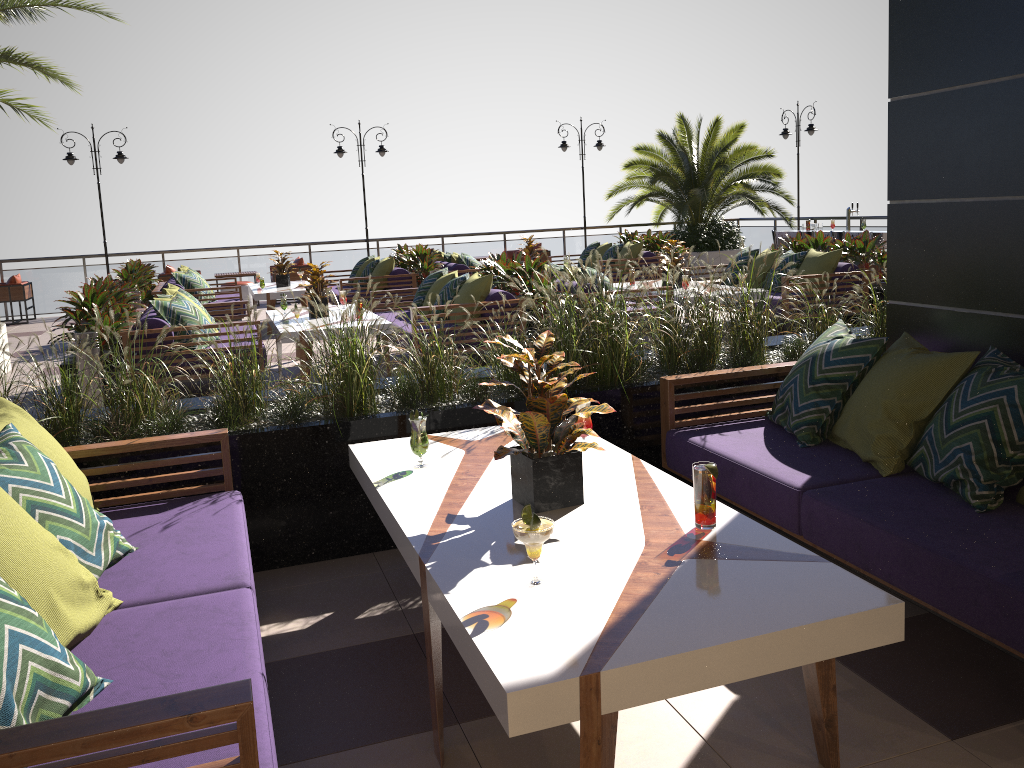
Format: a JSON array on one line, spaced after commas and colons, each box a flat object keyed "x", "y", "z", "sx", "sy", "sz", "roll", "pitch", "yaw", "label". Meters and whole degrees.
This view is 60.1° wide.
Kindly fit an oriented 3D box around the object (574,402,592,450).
[{"x": 0.271, "y": 0.155, "z": 3.372, "sx": 0.069, "sy": 0.179, "sz": 0.069, "roll": -9, "pitch": 10, "yaw": -35, "label": "object"}]

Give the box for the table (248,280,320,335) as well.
[{"x": -3.234, "y": -1.125, "z": 12.698, "sx": 0.943, "sy": 0.549, "sz": 2.053, "roll": -6, "pitch": 11, "yaw": -18, "label": "table"}]

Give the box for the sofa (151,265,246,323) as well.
[{"x": -4.329, "y": -1.180, "z": 12.308, "sx": 1.121, "sy": 0.911, "sz": 2.142, "roll": -6, "pitch": 11, "yaw": -18, "label": "sofa"}]

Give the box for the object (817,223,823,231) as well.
[{"x": 5.185, "y": -2.605, "z": 14.921, "sx": 0.106, "sy": 0.207, "sz": 0.106, "roll": -11, "pitch": 11, "yaw": -43, "label": "object"}]

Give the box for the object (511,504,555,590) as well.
[{"x": 0.054, "y": 0.394, "z": 2.159, "sx": 0.106, "sy": 0.195, "sz": 0.106, "roll": -1, "pitch": 9, "yaw": 9, "label": "object"}]

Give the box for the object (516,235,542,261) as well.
[{"x": 0.276, "y": -2.066, "z": 13.847, "sx": 0.425, "sy": 0.522, "sz": 0.434, "roll": -1, "pitch": 9, "yaw": 9, "label": "object"}]

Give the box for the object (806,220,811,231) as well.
[{"x": 4.844, "y": -2.594, "z": 14.479, "sx": 0.067, "sy": 0.188, "sz": 0.085, "roll": -2, "pitch": 8, "yaw": 7, "label": "object"}]

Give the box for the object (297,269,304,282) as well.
[{"x": -3.186, "y": -1.634, "z": 13.350, "sx": 0.106, "sy": 0.195, "sz": 0.106, "roll": -1, "pitch": 9, "yaw": 14, "label": "object"}]

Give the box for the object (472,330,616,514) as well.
[{"x": 0.086, "y": 0.111, "z": 2.753, "sx": 0.425, "sy": 0.522, "sz": 0.434, "roll": -4, "pitch": 9, "yaw": -6, "label": "object"}]

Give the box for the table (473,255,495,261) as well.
[{"x": -0.584, "y": -2.213, "z": 17.502, "sx": 0.741, "sy": 0.584, "sz": 0.761, "roll": -6, "pitch": 10, "yaw": -18, "label": "table"}]

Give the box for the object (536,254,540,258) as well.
[{"x": 0.438, "y": -2.040, "z": 14.520, "sx": 0.106, "sy": 0.195, "sz": 0.106, "roll": -1, "pitch": 9, "yaw": 14, "label": "object"}]

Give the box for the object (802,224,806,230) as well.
[{"x": 5.002, "y": -2.633, "z": 15.113, "sx": 0.106, "sy": 0.207, "sz": 0.106, "roll": -11, "pitch": 11, "yaw": -43, "label": "object"}]

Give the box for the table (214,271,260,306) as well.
[{"x": -4.979, "y": -1.713, "z": 16.042, "sx": 0.741, "sy": 0.584, "sz": 0.761, "roll": -6, "pitch": 10, "yaw": -18, "label": "table"}]

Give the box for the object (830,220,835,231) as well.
[{"x": 5.043, "y": -2.489, "z": 13.914, "sx": 0.069, "sy": 0.179, "sz": 0.069, "roll": 5, "pitch": 11, "yaw": 43, "label": "object"}]

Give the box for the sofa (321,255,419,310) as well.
[{"x": -2.142, "y": -1.427, "z": 13.029, "sx": 1.121, "sy": 0.911, "sz": 2.142, "roll": -6, "pitch": 11, "yaw": -18, "label": "sofa"}]

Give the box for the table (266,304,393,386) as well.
[{"x": -1.794, "y": -0.375, "z": 8.497, "sx": 0.943, "sy": 0.549, "sz": 2.053, "roll": -6, "pitch": 11, "yaw": -18, "label": "table"}]

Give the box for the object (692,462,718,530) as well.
[{"x": 0.541, "y": 0.312, "z": 2.476, "sx": 0.067, "sy": 0.188, "sz": 0.085, "roll": -2, "pitch": 8, "yaw": 7, "label": "object"}]

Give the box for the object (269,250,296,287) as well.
[{"x": -3.285, "y": -1.649, "z": 12.604, "sx": 0.430, "sy": 0.522, "sz": 0.429, "roll": -1, "pitch": 9, "yaw": 14, "label": "object"}]

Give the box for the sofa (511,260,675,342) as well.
[{"x": 0.718, "y": -0.842, "z": 9.318, "sx": 1.121, "sy": 0.911, "sz": 2.142, "roll": -6, "pitch": 11, "yaw": -18, "label": "sofa"}]

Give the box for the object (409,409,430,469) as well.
[{"x": -0.338, "y": 0.198, "z": 3.224, "sx": 0.069, "sy": 0.209, "sz": 0.069, "roll": -8, "pitch": 10, "yaw": -35, "label": "object"}]

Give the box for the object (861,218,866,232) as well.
[{"x": 5.269, "y": -2.386, "z": 13.251, "sx": 0.069, "sy": 0.209, "sz": 0.069, "roll": -8, "pitch": 10, "yaw": -35, "label": "object"}]

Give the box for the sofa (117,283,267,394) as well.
[{"x": -2.888, "y": -0.428, "z": 8.104, "sx": 1.121, "sy": 0.911, "sz": 2.142, "roll": -6, "pitch": 11, "yaw": -18, "label": "sofa"}]

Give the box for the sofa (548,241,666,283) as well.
[{"x": 1.464, "y": -1.841, "z": 14.244, "sx": 1.121, "sy": 0.911, "sz": 2.142, "roll": -6, "pitch": 11, "yaw": -18, "label": "sofa"}]

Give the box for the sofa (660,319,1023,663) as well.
[{"x": 1.528, "y": 0.301, "z": 3.267, "sx": 1.121, "sy": 0.911, "sz": 2.142, "roll": -6, "pitch": 11, "yaw": -18, "label": "sofa"}]

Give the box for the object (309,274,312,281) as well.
[{"x": -2.765, "y": -1.428, "z": 12.208, "sx": 0.067, "sy": 0.188, "sz": 0.085, "roll": -1, "pitch": 8, "yaw": 11, "label": "object"}]

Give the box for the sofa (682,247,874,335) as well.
[{"x": 2.905, "y": -1.090, "z": 10.040, "sx": 1.121, "sy": 0.911, "sz": 2.142, "roll": -6, "pitch": 11, "yaw": -18, "label": "sofa"}]

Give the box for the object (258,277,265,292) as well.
[{"x": -3.365, "y": -1.344, "z": 11.912, "sx": 0.082, "sy": 0.196, "sz": 0.069, "roll": 1, "pitch": 9, "yaw": 23, "label": "object"}]

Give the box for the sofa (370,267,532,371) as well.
[{"x": -0.698, "y": -0.675, "z": 8.818, "sx": 1.121, "sy": 0.911, "sz": 2.142, "roll": -6, "pitch": 11, "yaw": -18, "label": "sofa"}]

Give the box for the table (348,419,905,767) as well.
[{"x": 0.120, "y": 0.640, "z": 2.827, "sx": 0.943, "sy": 0.549, "sz": 2.053, "roll": -6, "pitch": 11, "yaw": -18, "label": "table"}]

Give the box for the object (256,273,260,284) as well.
[{"x": -3.762, "y": -1.555, "z": 13.133, "sx": 0.069, "sy": 0.179, "sz": 0.069, "roll": -1, "pitch": 8, "yaw": 14, "label": "object"}]

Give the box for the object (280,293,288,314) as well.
[{"x": -2.277, "y": -0.804, "z": 8.838, "sx": 0.069, "sy": 0.209, "sz": 0.069, "roll": -7, "pitch": 9, "yaw": -30, "label": "object"}]

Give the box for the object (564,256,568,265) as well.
[{"x": 0.821, "y": -1.862, "z": 13.477, "sx": 0.069, "sy": 0.209, "sz": 0.069, "roll": -7, "pitch": 9, "yaw": -30, "label": "object"}]

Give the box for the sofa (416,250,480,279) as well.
[{"x": -0.726, "y": -1.594, "z": 13.530, "sx": 1.121, "sy": 0.911, "sz": 2.142, "roll": -6, "pitch": 11, "yaw": -18, "label": "sofa"}]

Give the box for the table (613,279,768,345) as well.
[{"x": 1.803, "y": -0.784, "z": 9.691, "sx": 0.943, "sy": 0.549, "sz": 2.053, "roll": -6, "pitch": 11, "yaw": -18, "label": "table"}]

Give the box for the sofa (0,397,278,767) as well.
[{"x": -1.259, "y": 0.618, "z": 2.342, "sx": 1.121, "sy": 0.911, "sz": 2.142, "roll": -6, "pitch": 11, "yaw": -18, "label": "sofa"}]
